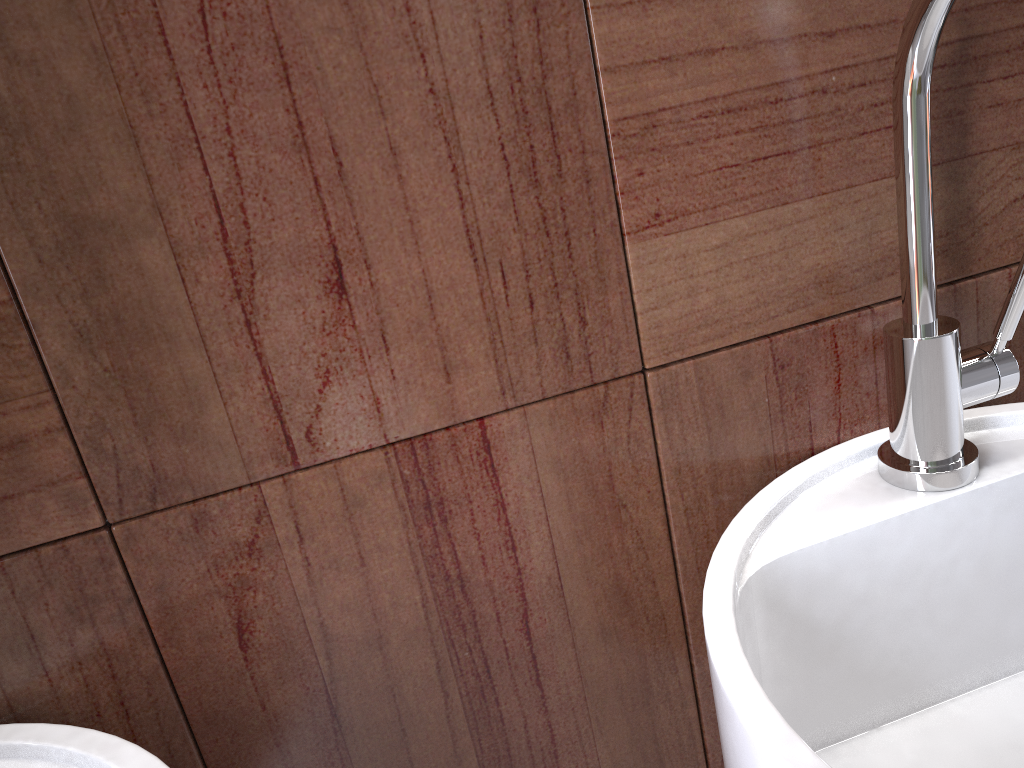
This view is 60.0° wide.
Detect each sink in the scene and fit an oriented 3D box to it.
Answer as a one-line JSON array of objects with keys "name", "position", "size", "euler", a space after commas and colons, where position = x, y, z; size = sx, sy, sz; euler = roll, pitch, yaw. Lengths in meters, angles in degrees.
[{"name": "sink", "position": [0.307, 0.142, 0.421], "size": [0.415, 0.715, 0.417], "euler": [-16, 20, -10]}, {"name": "sink", "position": [-0.291, 0.311, 0.308], "size": [0.415, 0.715, 0.417], "euler": [-16, 20, -10]}]
